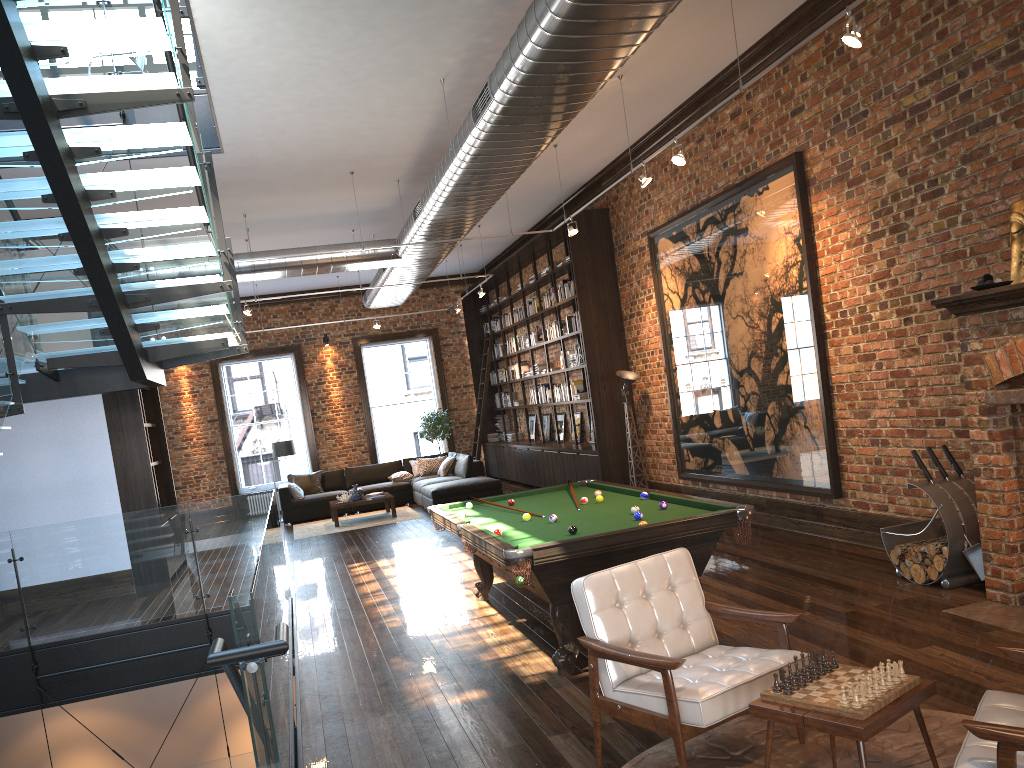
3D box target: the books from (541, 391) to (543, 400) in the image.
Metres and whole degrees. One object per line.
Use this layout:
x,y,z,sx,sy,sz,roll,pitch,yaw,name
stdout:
0.613,0.185,15.625,0.184,0.287,0.015,-9,4,-14,books

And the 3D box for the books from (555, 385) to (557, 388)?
0.813,0.154,14.855,0.145,0.277,0.013,-9,4,-14,books

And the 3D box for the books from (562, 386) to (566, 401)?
0.923,0.147,14.393,0.190,0.247,0.031,-9,4,-14,books

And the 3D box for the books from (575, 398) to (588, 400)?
1.079,0.232,13.667,0.159,0.012,0.337,-8,-1,-12,books

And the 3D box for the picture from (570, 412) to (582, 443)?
1.045,0.704,14.456,0.112,0.500,0.507,-9,2,-14,picture

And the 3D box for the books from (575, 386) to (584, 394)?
1.073,0.136,13.896,0.136,0.211,0.035,-9,4,-14,books

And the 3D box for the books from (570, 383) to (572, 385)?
1.006,0.117,14.088,0.174,0.273,0.031,-9,4,-14,books

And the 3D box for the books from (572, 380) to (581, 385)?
1.035,0.097,14.008,0.149,0.302,0.013,-9,4,-14,books

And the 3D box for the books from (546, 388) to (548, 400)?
0.686,0.184,15.338,0.171,0.260,0.013,-9,4,-14,books

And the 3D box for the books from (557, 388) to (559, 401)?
0.845,0.163,14.717,0.178,0.247,0.031,-9,4,-14,books

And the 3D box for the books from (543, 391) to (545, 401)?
0.643,0.219,15.488,0.179,0.207,0.012,-8,4,-14,books

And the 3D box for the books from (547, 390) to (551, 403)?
0.715,0.199,15.222,0.190,0.219,0.033,-8,4,-14,books

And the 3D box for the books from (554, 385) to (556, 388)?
0.810,0.150,14.903,0.159,0.286,0.014,-9,4,-14,books

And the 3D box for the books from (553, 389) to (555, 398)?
0.772,0.190,15.020,0.152,0.222,0.034,-9,4,-14,books

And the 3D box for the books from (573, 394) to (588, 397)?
1.064,0.172,13.662,0.160,0.012,0.299,-8,-1,-14,books

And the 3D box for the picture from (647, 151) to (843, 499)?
2.258,-0.409,9.200,0.080,3.015,3.200,-9,2,-14,picture

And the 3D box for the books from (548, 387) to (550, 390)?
0.712,0.180,15.245,0.176,0.257,0.014,-9,4,-14,books

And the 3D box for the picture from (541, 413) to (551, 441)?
0.624,0.789,16.119,0.112,0.500,0.507,-9,2,-14,picture

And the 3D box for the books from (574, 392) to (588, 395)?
1.063,0.148,13.660,0.161,0.012,0.305,-8,-1,-7,books

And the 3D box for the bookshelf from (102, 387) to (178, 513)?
-4.730,0.755,11.303,0.399,3.533,1.780,-9,3,-14,bookshelf

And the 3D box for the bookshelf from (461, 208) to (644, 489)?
0.377,-0.148,15.526,0.598,4.015,7.408,-9,0,-14,bookshelf

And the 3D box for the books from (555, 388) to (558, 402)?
0.811,0.175,14.832,0.167,0.235,0.032,-9,4,-14,books

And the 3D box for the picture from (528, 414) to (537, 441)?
0.384,0.838,17.070,0.112,0.500,0.507,-9,2,-14,picture

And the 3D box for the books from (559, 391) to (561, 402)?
0.863,0.190,14.620,0.174,0.185,0.034,-8,4,-14,books

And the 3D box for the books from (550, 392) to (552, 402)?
0.737,0.213,15.198,0.148,0.183,0.026,-9,4,-14,books

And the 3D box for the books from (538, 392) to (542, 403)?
0.568,0.234,15.801,0.174,0.207,0.031,-8,4,-14,books

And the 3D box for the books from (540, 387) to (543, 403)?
0.596,0.185,15.740,0.154,0.296,0.029,-9,4,-14,books

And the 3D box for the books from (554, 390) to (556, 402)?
0.797,0.196,14.957,0.158,0.202,0.028,-9,4,-14,books

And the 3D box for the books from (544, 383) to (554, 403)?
0.662,0.158,15.378,0.186,0.319,0.015,-9,4,-14,books

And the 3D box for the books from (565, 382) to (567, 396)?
0.953,0.115,14.275,0.177,0.298,0.014,-9,4,-14,books

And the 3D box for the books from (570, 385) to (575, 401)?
1.020,0.126,13.979,0.175,0.247,0.039,-9,4,-14,books

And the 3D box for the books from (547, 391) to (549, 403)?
0.700,0.208,15.296,0.190,0.206,0.025,-8,4,-14,books

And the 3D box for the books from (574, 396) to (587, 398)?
1.074,0.196,13.664,0.159,0.012,0.337,-8,-1,-12,books

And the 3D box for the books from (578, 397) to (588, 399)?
1.082,0.219,13.667,0.159,0.012,0.339,-8,-1,-10,books

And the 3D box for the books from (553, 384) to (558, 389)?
0.770,0.155,15.043,0.131,0.292,0.016,-9,4,-14,books

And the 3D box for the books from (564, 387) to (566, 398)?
0.941,0.135,14.345,0.180,0.263,0.012,-9,4,-14,books

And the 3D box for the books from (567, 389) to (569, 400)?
0.977,0.141,14.186,0.174,0.236,0.027,-9,4,-14,books

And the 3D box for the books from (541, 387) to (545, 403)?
0.623,0.181,15.570,0.184,0.290,0.016,-9,4,-14,books

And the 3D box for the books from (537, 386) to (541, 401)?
0.548,0.185,15.899,0.169,0.313,0.038,-9,4,-14,books

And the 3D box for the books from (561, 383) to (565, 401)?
0.899,0.129,14.514,0.151,0.293,0.031,-9,4,-14,books

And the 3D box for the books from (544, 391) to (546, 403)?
0.655,0.193,15.411,0.186,0.252,0.050,-9,4,-14,books

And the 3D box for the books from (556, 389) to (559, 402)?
0.832,0.185,14.807,0.169,0.209,0.028,-9,4,-14,books

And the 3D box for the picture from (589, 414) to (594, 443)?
1.278,0.657,13.533,0.112,0.500,0.507,-9,2,-14,picture

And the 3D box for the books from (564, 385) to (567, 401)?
0.940,0.134,14.322,0.161,0.266,0.033,-9,4,-14,books

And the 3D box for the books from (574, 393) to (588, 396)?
1.071,0.159,13.662,0.159,0.012,0.338,-8,-1,-11,books

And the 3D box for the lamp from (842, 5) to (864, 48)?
1.894,-1.993,4.954,0.113,0.231,0.114,-11,4,-40,lamp

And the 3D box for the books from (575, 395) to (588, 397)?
1.077,0.183,13.664,0.160,0.012,0.302,-8,-1,-10,books

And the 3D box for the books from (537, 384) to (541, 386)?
0.539,0.174,15.923,0.143,0.339,0.013,-9,4,-14,books

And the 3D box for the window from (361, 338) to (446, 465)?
-2.326,0.452,19.042,1.515,2.766,0.154,-9,4,-14,window

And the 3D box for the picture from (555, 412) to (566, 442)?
0.831,0.747,15.302,0.112,0.500,0.507,-9,2,-14,picture

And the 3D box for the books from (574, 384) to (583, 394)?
1.061,0.128,13.927,0.141,0.230,0.032,-9,4,-14,books

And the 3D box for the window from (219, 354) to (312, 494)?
-5.071,0.830,18.363,1.515,2.766,0.154,-9,4,-14,window

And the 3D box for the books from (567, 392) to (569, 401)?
0.972,0.158,14.214,0.166,0.205,0.028,-9,4,-14,books

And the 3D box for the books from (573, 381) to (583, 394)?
1.052,0.102,13.948,0.159,0.286,0.014,-9,4,-14,books

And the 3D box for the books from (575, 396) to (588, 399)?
1.078,0.207,13.665,0.161,0.012,0.303,-8,-1,-9,books

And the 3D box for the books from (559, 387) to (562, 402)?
0.874,0.160,14.587,0.165,0.239,0.034,-9,4,-14,books

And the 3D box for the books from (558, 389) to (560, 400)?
0.857,0.174,14.649,0.174,0.218,0.027,-9,4,-14,books

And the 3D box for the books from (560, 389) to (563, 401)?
0.886,0.179,14.543,0.164,0.197,0.027,-9,4,-14,books

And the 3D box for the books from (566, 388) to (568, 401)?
0.962,0.158,14.257,0.182,0.208,0.028,-8,4,-14,books
